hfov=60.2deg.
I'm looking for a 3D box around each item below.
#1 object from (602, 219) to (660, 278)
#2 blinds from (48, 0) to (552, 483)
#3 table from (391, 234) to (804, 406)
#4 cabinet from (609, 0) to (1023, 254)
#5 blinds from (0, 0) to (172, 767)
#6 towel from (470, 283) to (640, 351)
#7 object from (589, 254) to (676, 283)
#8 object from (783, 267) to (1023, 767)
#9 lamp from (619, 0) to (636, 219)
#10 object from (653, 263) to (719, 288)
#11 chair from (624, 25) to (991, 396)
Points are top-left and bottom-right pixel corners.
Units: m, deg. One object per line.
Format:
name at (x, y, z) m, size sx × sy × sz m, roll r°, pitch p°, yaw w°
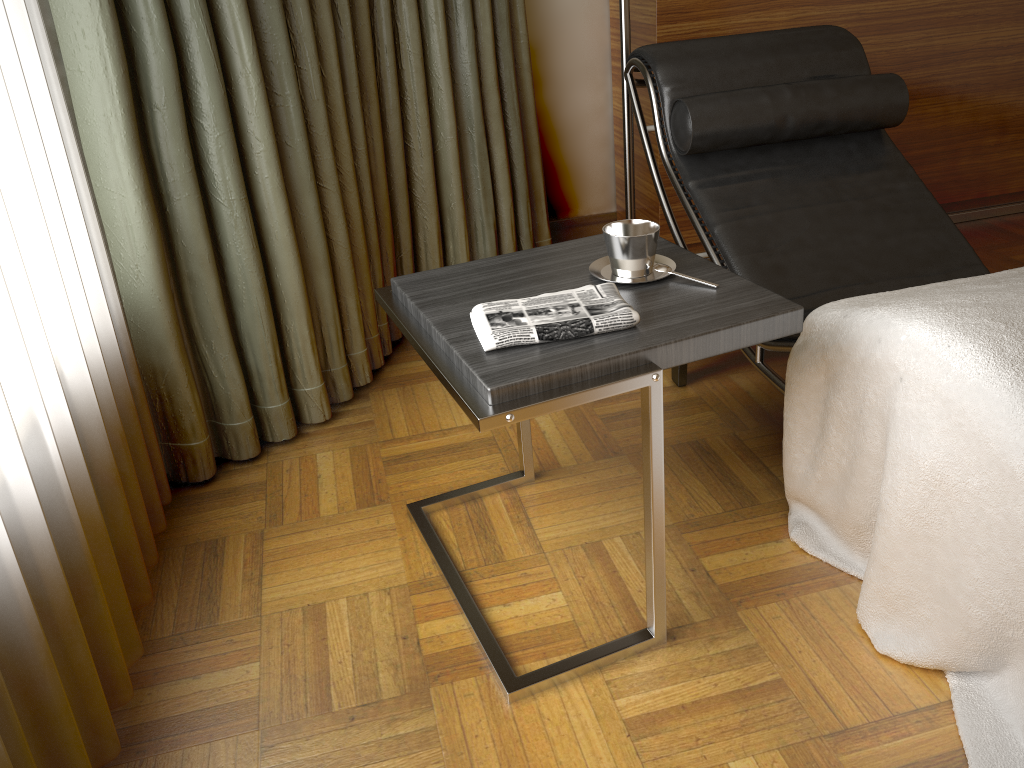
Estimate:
object at (0.204, -0.234, 1.522) m, size 0.098 × 0.076 × 0.114 m, roll -9°, pitch 26°, yaw -9°
blinds at (-0.428, -1.195, 2.066) m, size 0.226 × 2.374 × 1.573 m, roll 9°, pitch 28°, yaw 30°
table at (0.113, -0.136, 1.479) m, size 0.521 × 0.043 × 0.513 m, roll -14°, pitch 28°, yaw -18°
cabinet at (1.221, -1.025, 3.132) m, size 1.678 × 0.835 × 0.428 m, roll -10°, pitch 24°, yaw -11°
blinds at (-0.598, -0.351, 0.544) m, size 0.093 × 2.217 × 2.263 m, roll -9°, pitch 25°, yaw -10°
towel at (0.060, -0.108, 1.363) m, size 0.241 × 0.034 × 0.184 m, roll -8°, pitch 27°, yaw -7°
object at (0.208, -0.199, 1.530) m, size 0.150 × 0.009 × 0.155 m, roll -8°, pitch 27°, yaw -6°
object at (0.918, 0.149, 1.305) m, size 0.920 × 0.504 × 0.937 m, roll -10°, pitch 26°, yaw -10°
lamp at (0.610, -0.804, 1.764) m, size 0.452 × 1.904 × 1.459 m, roll -8°, pitch 24°, yaw -7°
object at (0.287, -0.181, 1.467) m, size 0.030 × 0.019 × 0.125 m, roll -26°, pitch 33°, yaw -37°
chair at (0.797, -0.216, 1.730) m, size 0.637 × 0.772 × 1.844 m, roll -10°, pitch 26°, yaw -10°
